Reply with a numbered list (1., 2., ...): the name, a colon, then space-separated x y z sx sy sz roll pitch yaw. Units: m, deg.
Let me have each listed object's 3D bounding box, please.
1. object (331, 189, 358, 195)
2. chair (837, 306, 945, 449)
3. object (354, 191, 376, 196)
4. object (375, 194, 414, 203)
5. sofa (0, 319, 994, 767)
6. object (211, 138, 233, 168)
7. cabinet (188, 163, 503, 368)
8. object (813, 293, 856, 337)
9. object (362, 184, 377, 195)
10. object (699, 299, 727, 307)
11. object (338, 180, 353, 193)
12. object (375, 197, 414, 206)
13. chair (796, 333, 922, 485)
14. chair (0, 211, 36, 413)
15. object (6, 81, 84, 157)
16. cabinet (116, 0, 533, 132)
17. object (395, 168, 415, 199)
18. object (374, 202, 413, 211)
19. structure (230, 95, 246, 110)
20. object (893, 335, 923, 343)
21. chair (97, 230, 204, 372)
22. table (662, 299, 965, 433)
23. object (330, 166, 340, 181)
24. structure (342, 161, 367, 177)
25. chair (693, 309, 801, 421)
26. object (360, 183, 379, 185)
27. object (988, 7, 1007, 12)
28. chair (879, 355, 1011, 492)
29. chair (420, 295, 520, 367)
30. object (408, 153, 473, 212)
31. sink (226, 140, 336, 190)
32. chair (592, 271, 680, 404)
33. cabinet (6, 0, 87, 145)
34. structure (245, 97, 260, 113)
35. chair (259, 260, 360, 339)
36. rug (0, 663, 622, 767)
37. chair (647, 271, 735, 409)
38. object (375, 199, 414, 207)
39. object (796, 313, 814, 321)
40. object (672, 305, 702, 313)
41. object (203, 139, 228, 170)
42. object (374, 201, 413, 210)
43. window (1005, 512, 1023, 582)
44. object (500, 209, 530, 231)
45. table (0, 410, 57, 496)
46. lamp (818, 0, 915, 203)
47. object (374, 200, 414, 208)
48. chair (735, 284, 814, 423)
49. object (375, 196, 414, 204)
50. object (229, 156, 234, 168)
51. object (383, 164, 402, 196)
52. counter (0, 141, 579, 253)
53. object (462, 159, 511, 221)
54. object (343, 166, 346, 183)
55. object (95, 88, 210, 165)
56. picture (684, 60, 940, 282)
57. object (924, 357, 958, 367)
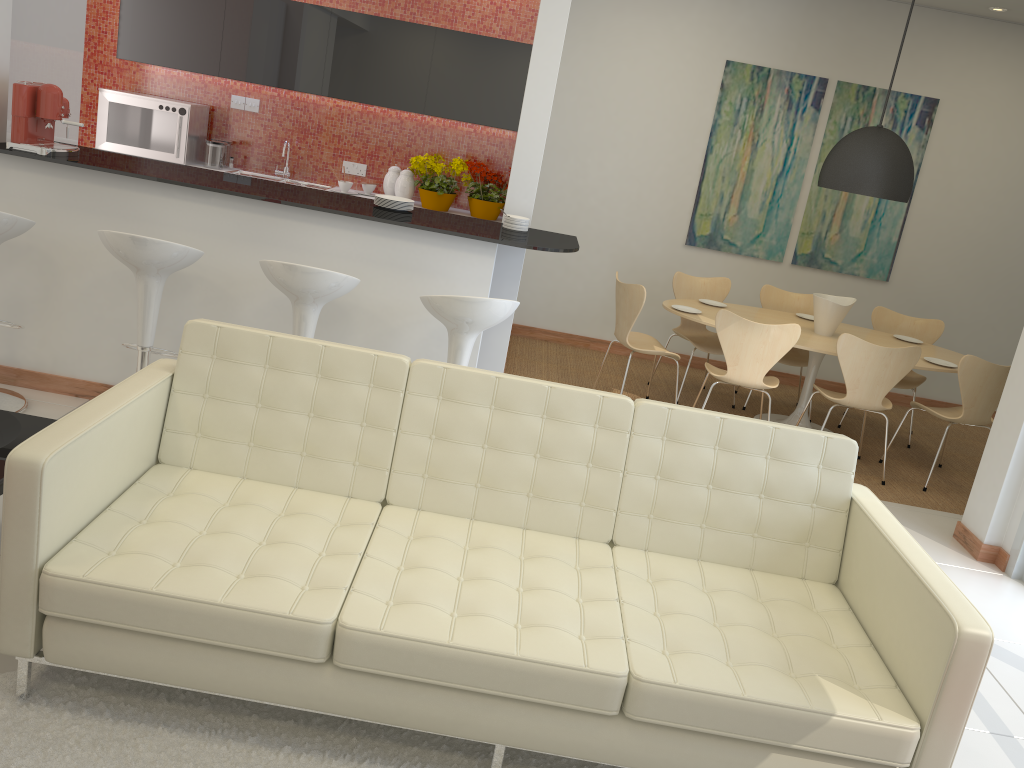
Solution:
1. object: -1.337 -1.530 7.056 0.221 0.014 0.219 23 21 37
2. chair: 2.851 -0.075 6.645 0.524 0.895 0.519 17 15 23
3. object: -1.176 -1.548 7.216 0.218 0.014 0.221 12 16 4
4. object: -0.622 -0.977 4.687 0.211 0.015 0.212 -6 23 -44
5. sofa: -0.055 0.528 2.773 2.564 0.910 1.015 10 15 0
6. object: -2.399 -1.899 7.283 0.173 0.213 0.173 15 15 17
7. cabinet: -1.774 -0.867 6.311 3.334 0.972 2.530 10 16 -1
8. object: 2.205 -0.483 6.159 0.274 0.276 0.262 21 18 33
9. object: -1.169 -1.586 7.207 0.121 0.083 0.122 0 19 -34
10. object: 1.484 -0.595 6.551 0.211 0.015 0.212 17 17 20
11. object: -1.330 -1.567 7.047 0.121 0.083 0.122 16 16 19
12. object: -0.624 -0.964 4.691 0.211 0.015 0.212 -6 23 -44
13. chair: 2.161 0.106 5.615 0.521 0.895 0.523 10 14 -1
14. chair: -2.494 -0.368 4.135 0.458 1.007 0.470 13 14 10
15. object: -2.239 -1.304 4.364 0.320 0.332 0.325 10 15 0
16. cabinet: -1.423 -2.607 6.993 3.242 0.651 0.357 10 14 0
17. object: -0.849 -1.576 7.039 0.159 0.279 0.161 -1 18 -38
18. object: -0.629 -0.938 4.697 0.211 0.015 0.212 -6 23 -44
19. structure: -2.250 -2.312 7.270 0.114 0.103 0.013 10 13 0
20. object: 2.924 -0.327 6.537 0.210 0.015 0.213 4 18 -22
21. chair: -1.714 -0.226 4.140 0.458 1.007 0.470 13 14 10
22. table: 2.106 -0.014 6.289 2.262 0.720 1.298 10 16 0
23. object: -1.383 -1.632 7.042 0.165 0.175 0.011 14 14 13
24. structure: -1.310 -1.789 7.358 0.198 0.098 0.017 10 14 0
25. chair: 1.456 -0.030 5.637 0.522 0.895 0.522 12 14 6
26. object: -1.156 -1.623 7.178 0.008 0.008 0.235 18 18 27
27. object: 3.612 -2.785 6.582 0.129 0.010 0.131 -6 23 -43
28. chair: 2.856 0.207 5.704 0.520 0.895 0.523 6 15 -17
29. chair: -0.273 0.034 4.153 0.456 1.007 0.472 7 14 -14
30. object: -0.581 -1.612 7.019 0.522 0.443 0.510 11 15 2
31. sink: -1.855 -1.698 7.155 0.808 0.530 0.422 10 15 -1
32. chair: 0.888 -0.259 6.058 0.515 0.895 0.529 6 15 -16
33. cabinet: -3.520 -1.598 4.995 1.637 2.491 1.071 10 14 -1
34. structure: -2.134 -2.292 7.274 0.114 0.103 0.009 10 13 0
35. chair: -0.994 -0.096 4.145 0.458 1.007 0.470 13 14 10
36. rug: -0.271 1.282 1.734 3.328 0.004 2.477 11 16 1
37. chair: 1.430 -0.341 6.664 0.520 0.895 0.523 5 15 -21
38. object: -0.625 -0.957 4.692 0.211 0.015 0.212 -6 23 -44
39. object: 2.256 -0.501 6.708 0.211 0.015 0.212 15 17 16
40. object: 1.200 -0.510 6.092 0.211 0.015 0.212 17 17 20
41. object: -2.368 -1.826 7.057 0.173 0.213 0.173 15 15 17
42. object: -0.628 -0.944 4.695 0.211 0.015 0.212 -6 23 -44
43. window: 2.754 0.181 2.555 0.121 2.678 3.481 10 15 -1
44. object: 0.009 -0.890 4.777 0.173 0.096 0.142 8 16 -8
45. table: -1.957 0.417 2.871 0.700 0.417 0.930 10 16 -1
46. lamp: 2.489 -1.983 5.799 0.594 1.474 0.602 11 14 1
47. object: -0.626 -0.951 4.694 0.211 0.015 0.212 -6 23 -44
48. chair: 2.084 -0.249 6.758 0.521 0.895 0.522 11 14 3
49. object: -0.623 -0.971 4.689 0.211 0.015 0.212 -6 23 -44
50. object: -2.288 -1.807 7.220 0.037 0.091 0.038 10 14 -1
51. object: -0.961 -1.640 7.183 0.159 0.279 0.161 -1 18 -38
52. counter: -1.112 -0.976 4.580 2.964 0.019 0.746 10 16 0
53. object: -0.167 -1.538 7.026 0.502 0.443 0.530 5 16 -20
54. object: -1.338 -1.638 7.088 0.009 0.193 0.142 3 16 -30
55. object: -2.870 -2.052 7.071 0.722 0.464 0.441 10 15 -1
56. picture: 2.429 -1.721 7.237 1.738 1.487 0.020 10 13 0
57. object: 2.831 -0.140 5.851 0.210 0.015 0.213 -1 20 -34
